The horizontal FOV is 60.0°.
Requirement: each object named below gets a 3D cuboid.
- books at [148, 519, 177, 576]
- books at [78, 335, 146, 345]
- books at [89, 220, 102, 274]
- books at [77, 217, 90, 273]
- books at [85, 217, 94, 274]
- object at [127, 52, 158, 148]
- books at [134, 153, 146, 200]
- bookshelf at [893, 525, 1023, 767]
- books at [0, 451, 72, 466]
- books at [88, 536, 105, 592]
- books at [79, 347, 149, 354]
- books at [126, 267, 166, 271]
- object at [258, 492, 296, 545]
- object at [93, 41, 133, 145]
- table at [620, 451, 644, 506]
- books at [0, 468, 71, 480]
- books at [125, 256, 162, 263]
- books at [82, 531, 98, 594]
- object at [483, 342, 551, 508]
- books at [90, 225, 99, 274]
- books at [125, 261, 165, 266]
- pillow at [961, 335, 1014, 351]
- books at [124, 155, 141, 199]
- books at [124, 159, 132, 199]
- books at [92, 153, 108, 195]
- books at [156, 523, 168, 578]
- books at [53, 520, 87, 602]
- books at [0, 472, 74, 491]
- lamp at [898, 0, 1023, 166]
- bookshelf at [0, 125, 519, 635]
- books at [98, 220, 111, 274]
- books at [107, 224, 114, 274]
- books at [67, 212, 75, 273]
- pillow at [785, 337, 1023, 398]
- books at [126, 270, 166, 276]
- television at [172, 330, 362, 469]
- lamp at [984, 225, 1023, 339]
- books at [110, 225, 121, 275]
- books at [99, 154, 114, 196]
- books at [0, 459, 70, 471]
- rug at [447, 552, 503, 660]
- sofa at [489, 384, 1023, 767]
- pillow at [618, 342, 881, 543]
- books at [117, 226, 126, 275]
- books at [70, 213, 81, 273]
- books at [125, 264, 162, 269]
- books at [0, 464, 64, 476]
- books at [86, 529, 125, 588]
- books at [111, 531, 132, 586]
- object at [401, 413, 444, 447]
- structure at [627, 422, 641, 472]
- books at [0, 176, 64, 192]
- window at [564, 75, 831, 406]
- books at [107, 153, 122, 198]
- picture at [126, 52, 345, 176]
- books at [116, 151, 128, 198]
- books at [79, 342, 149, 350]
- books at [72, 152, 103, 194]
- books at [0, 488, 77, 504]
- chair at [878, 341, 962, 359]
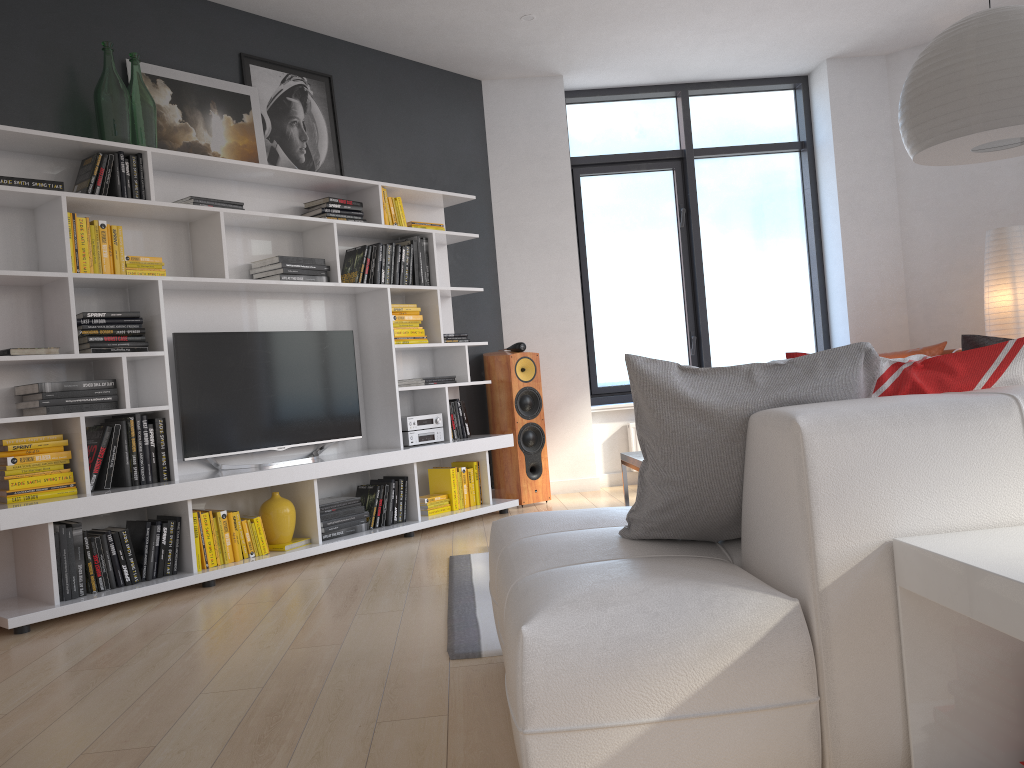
[{"bbox_3d":[-1.625,0.751,4.093,0.191,0.249,0.084,-5,0,41],"label":"books"},{"bbox_3d":[-1.856,-0.197,4.058,0.209,0.030,0.266,-5,0,40],"label":"books"},{"bbox_3d":[-1.917,-0.602,4.025,0.180,0.251,0.019,-5,0,41],"label":"books"},{"bbox_3d":[-1.964,-0.600,3.973,0.198,0.255,0.044,-5,0,41],"label":"books"},{"bbox_3d":[-1.945,-0.604,3.997,0.199,0.263,0.015,-5,0,41],"label":"books"},{"bbox_3d":[-1.799,-1.342,4.275,0.157,0.507,0.157,-5,0,-35],"label":"object"},{"bbox_3d":[-1.784,-0.954,4.181,0.174,0.230,0.019,-5,0,41],"label":"books"},{"bbox_3d":[1.971,0.401,1.409,2.600,0.500,0.356,-5,0,-4],"label":"bookshelf"},{"bbox_3d":[-2.059,0.318,3.811,0.185,0.035,0.250,-5,0,45],"label":"books"},{"bbox_3d":[-1.836,0.776,3.839,0.189,0.240,0.053,-5,0,42],"label":"books"},{"bbox_3d":[-1.833,-0.145,4.049,0.189,0.026,0.263,-5,0,40],"label":"books"},{"bbox_3d":[-1.760,-0.529,4.180,0.148,0.011,0.196,-5,0,41],"label":"books"},{"bbox_3d":[-1.200,0.682,4.536,0.185,0.257,0.185,-5,0,19],"label":"object"},{"bbox_3d":[-1.859,-1.337,4.121,0.157,0.507,0.157,-5,0,-35],"label":"object"},{"bbox_3d":[1.109,0.495,3.707,1.091,0.435,1.091,-5,0,-4],"label":"table"},{"bbox_3d":[-2.066,0.386,3.804,0.198,0.015,0.263,-5,0,45],"label":"books"},{"bbox_3d":[-1.772,-0.578,4.184,0.138,0.026,0.186,-5,0,41],"label":"books"},{"bbox_3d":[-1.861,0.762,3.818,0.202,0.268,0.053,-5,0,41],"label":"books"},{"bbox_3d":[0.002,0.273,6.007,0.290,1.088,0.434,-5,0,-34],"label":"object"},{"bbox_3d":[-1.916,-0.589,3.997,0.156,0.229,0.024,-5,0,41],"label":"books"},{"bbox_3d":[-1.759,-0.559,4.178,0.134,0.014,0.187,-5,0,41],"label":"books"},{"bbox_3d":[2.054,0.007,2.091,2.120,0.436,0.608,-5,0,-8],"label":"pillow"},{"bbox_3d":[-1.807,-0.945,4.165,0.169,0.218,0.038,-5,0,41],"label":"books"},{"bbox_3d":[-1.825,-0.935,4.142,0.147,0.200,0.021,-5,0,41],"label":"books"},{"bbox_3d":[-1.916,-0.933,4.055,0.171,0.214,0.087,-5,0,42],"label":"books"},{"bbox_3d":[-1.641,0.755,4.057,0.179,0.243,0.071,-5,0,40],"label":"books"},{"bbox_3d":[-1.926,0.745,3.753,0.259,0.321,0.128,-5,0,41],"label":"books"},{"bbox_3d":[-2.051,0.414,3.796,0.198,0.044,0.255,-5,0,41],"label":"books"},{"bbox_3d":[2.745,-0.742,2.270,3.199,2.647,0.710,-5,0,32],"label":"lamp"},{"bbox_3d":[-1.197,-0.110,4.679,0.455,2.052,3.000,-5,0,41],"label":"bookshelf"},{"bbox_3d":[-1.898,-0.603,4.044,0.185,0.250,0.035,-5,0,41],"label":"books"},{"bbox_3d":[-1.879,-0.599,4.067,0.169,0.239,0.023,-5,0,41],"label":"books"},{"bbox_3d":[-1.995,-0.605,3.917,0.204,0.270,0.029,-5,0,41],"label":"books"},{"bbox_3d":[1.732,0.060,2.063,2.250,0.449,0.575,-5,0,-6],"label":"pillow"},{"bbox_3d":[-1.756,-0.507,4.177,0.147,0.033,0.190,-5,0,41],"label":"books"},{"bbox_3d":[-1.269,0.071,4.746,0.207,0.704,1.102,-5,0,41],"label":"television"},{"bbox_3d":[3.383,-0.245,5.548,0.502,1.550,0.804,-5,0,-43],"label":"lamp"},{"bbox_3d":[-1.860,-0.598,4.083,0.172,0.234,0.024,-5,0,41],"label":"books"},{"bbox_3d":[-1.888,-0.936,4.068,0.154,0.212,0.074,-5,0,40],"label":"books"},{"bbox_3d":[-2.066,0.346,3.804,0.180,0.019,0.251,-5,0,41],"label":"books"},{"bbox_3d":[0.903,0.735,3.571,2.326,0.016,1.662,-5,0,-4],"label":"rug"},{"bbox_3d":[1.611,0.315,2.875,3.424,0.732,2.614,-5,0,-4],"label":"sofa"},{"bbox_3d":[1.613,0.040,2.388,2.953,0.453,0.647,-5,0,-16],"label":"pillow"},{"bbox_3d":[-1.846,-0.600,4.105,0.172,0.234,0.024,-5,0,41],"label":"books"},{"bbox_3d":[-1.984,-0.606,3.943,0.213,0.270,0.025,-5,0,41],"label":"books"},{"bbox_3d":[-1.750,-0.544,4.163,0.113,0.018,0.169,-5,0,43],"label":"books"},{"bbox_3d":[-2.058,0.367,3.783,0.228,0.024,0.152,-5,0,-44],"label":"books"},{"bbox_3d":[-1.785,0.763,3.893,0.193,0.255,0.066,-5,0,41],"label":"books"},{"bbox_3d":[-1.759,0.767,3.911,0.177,0.242,0.066,-5,0,41],"label":"books"},{"bbox_3d":[-0.605,0.281,5.384,0.270,0.174,0.285,-5,0,41],"label":"object"},{"bbox_3d":[1.596,0.453,6.545,1.474,0.460,0.110,-5,0,-4],"label":"structure"},{"bbox_3d":[-2.101,-0.835,3.806,0.208,0.046,0.268,-5,0,45],"label":"books"},{"bbox_3d":[1.412,-1.108,6.873,1.960,2.402,0.170,-5,0,-4],"label":"window"},{"bbox_3d":[-1.858,-0.941,4.105,0.156,0.221,0.021,-5,0,41],"label":"books"},{"bbox_3d":[-1.454,-1.468,4.832,0.076,0.707,1.279,-5,0,41],"label":"picture"},{"bbox_3d":[-1.846,-0.948,4.127,0.176,0.232,0.025,-5,0,41],"label":"books"},{"bbox_3d":[-1.835,-0.171,4.051,0.189,0.025,0.270,-5,0,40],"label":"books"},{"bbox_3d":[-1.933,-0.932,4.027,0.166,0.213,0.096,-5,0,40],"label":"books"},{"bbox_3d":[-2.034,0.475,3.788,0.270,0.029,0.204,-5,0,-44],"label":"books"},{"bbox_3d":[2.507,0.174,5.771,0.896,0.858,0.843,-5,0,29],"label":"chair"}]
